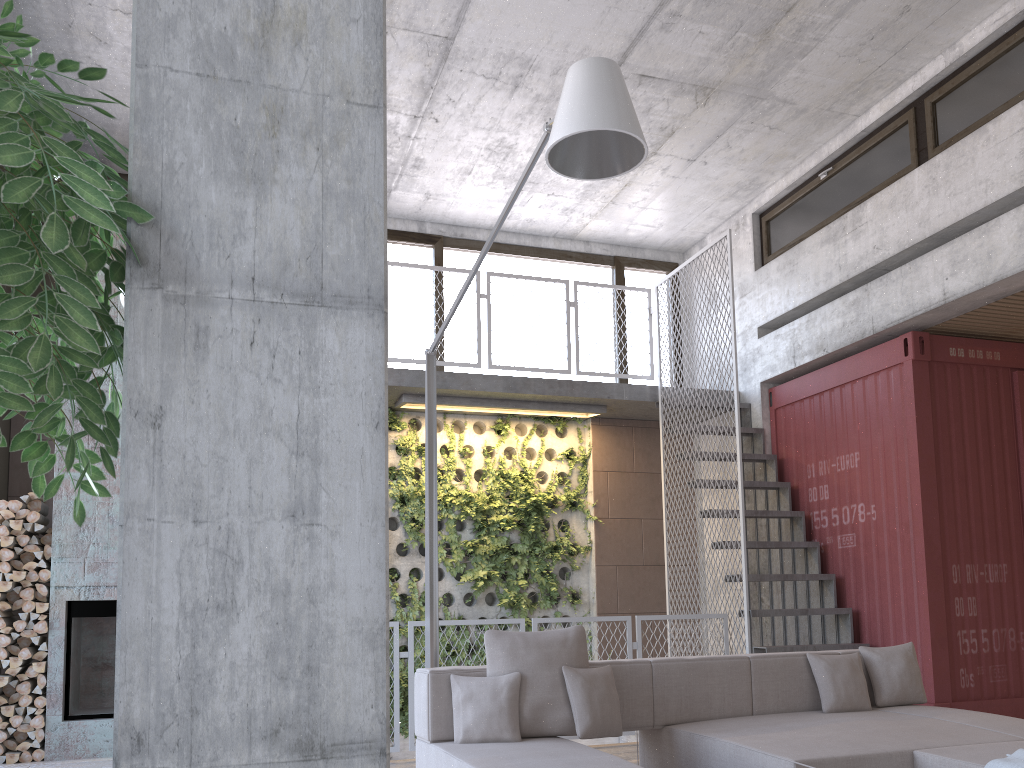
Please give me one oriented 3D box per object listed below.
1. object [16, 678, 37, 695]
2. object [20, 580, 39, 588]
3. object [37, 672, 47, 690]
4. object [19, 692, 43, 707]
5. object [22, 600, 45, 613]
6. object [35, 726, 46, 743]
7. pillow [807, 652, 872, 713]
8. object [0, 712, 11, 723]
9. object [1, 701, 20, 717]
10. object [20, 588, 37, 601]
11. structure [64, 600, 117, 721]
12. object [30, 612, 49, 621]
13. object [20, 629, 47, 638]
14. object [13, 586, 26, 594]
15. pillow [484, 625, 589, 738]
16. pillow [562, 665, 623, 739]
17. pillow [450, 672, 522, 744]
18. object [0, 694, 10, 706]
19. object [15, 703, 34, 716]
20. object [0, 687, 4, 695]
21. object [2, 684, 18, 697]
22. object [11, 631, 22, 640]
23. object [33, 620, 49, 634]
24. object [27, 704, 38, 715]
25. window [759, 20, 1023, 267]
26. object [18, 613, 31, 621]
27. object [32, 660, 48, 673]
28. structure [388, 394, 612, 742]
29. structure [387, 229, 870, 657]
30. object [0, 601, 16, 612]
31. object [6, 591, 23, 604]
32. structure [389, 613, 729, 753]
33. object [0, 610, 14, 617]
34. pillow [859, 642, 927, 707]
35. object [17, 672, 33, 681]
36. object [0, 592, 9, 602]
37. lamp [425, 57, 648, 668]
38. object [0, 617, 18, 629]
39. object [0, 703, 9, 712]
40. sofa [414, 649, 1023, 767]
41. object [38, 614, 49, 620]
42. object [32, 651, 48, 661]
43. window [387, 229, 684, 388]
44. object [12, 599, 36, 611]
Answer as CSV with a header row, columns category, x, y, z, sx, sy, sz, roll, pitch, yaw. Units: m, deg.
category,x,y,z,sx,sy,sz,roll,pitch,yaw
object,-3.768,2.348,6.813,0.098,0.104,0.301,2,-14,-19
object,-3.798,1.582,6.920,0.089,0.055,0.340,3,-14,-17
object,-3.654,2.324,6.888,0.064,0.122,0.372,1,-13,-17
object,-3.768,2.465,6.880,0.092,0.091,0.447,2,-14,-17
object,-3.782,1.766,6.953,0.092,0.091,0.447,2,-14,-17
object,-3.646,2.717,6.847,0.064,0.122,0.372,1,-13,-17
pillow,1.894,1.721,5.037,0.371,0.352,0.190,2,-9,-19
object,-3.956,2.576,6.816,0.091,0.087,0.466,2,-14,-17
object,-3.871,2.524,6.830,0.093,0.082,0.491,2,-14,-17
object,-3.782,1.649,6.885,0.098,0.104,0.301,2,-14,-19
structure,-3.219,2.181,6.962,0.577,0.909,0.057,2,-7,-19
object,-3.737,1.843,6.953,0.067,0.065,0.433,2,-14,-17
object,-3.768,1.960,6.912,0.122,0.066,0.372,3,-14,-17
object,-3.863,1.624,6.922,0.064,0.072,0.368,2,-14,-16
pillow,0.137,1.509,4.450,0.564,0.546,0.225,2,-8,-16
pillow,0.417,1.600,4.422,0.171,0.364,0.380,-8,-12,44
pillow,-0.130,1.609,4.314,0.370,0.369,0.153,-4,-8,14
object,-3.943,2.454,6.839,0.115,0.077,0.445,2,-14,-17
object,-3.800,2.539,6.854,0.067,0.066,0.433,2,-14,-17
object,-3.978,2.371,6.793,0.091,0.087,0.466,2,-14,-16
object,-3.917,2.399,6.902,0.104,0.100,0.299,2,-14,-17
object,-3.866,1.968,6.883,0.064,0.072,0.368,2,-14,-20
object,-3.662,1.898,6.857,0.101,0.100,0.299,2,-14,-19
object,-3.723,2.542,6.880,0.067,0.065,0.433,2,-14,-17
window,3.824,-2.445,4.859,0.113,0.593,8.639,1,-14,-18
object,-3.814,1.840,6.927,0.067,0.066,0.433,2,-14,-17
object,-3.686,2.223,6.926,0.093,0.082,0.491,2,-14,-17
structure,-0.164,1.809,8.804,2.631,3.745,1.022,2,-7,-18
structure,0.736,1.014,7.992,3.689,4.228,3.098,2,-9,-18
object,-3.957,1.755,6.912,0.115,0.077,0.445,2,-14,-17
object,-3.931,1.700,6.974,0.104,0.100,0.299,2,-14,-17
structure,-0.599,2.470,7.468,4.434,0.915,1.972,4,-14,-18
object,-3.943,1.782,6.795,0.071,0.071,0.433,2,-14,-17
pillow,2.260,1.714,5.184,0.362,0.359,0.191,1,-8,-13
object,-3.784,2.281,6.848,0.089,0.055,0.340,3,-14,-17
object,-3.992,1.672,6.866,0.091,0.087,0.466,2,-14,-16
lamp,-0.034,0.573,4.676,0.758,3.355,2.675,3,-10,-30
object,-3.970,1.877,6.889,0.091,0.087,0.466,2,-14,-17
object,-3.929,2.481,6.722,0.071,0.071,0.433,2,-14,-17
sofa,1.366,1.614,3.711,3.002,0.768,3.083,3,-14,-18
object,-3.655,1.825,6.866,0.063,0.047,0.256,3,-14,-19
object,-3.702,2.150,6.954,0.115,0.077,0.445,3,-14,-19
window,0.226,-0.629,9.498,3.572,1.716,0.112,3,-7,-18
object,-3.864,1.752,6.955,0.101,0.084,0.371,2,-14,-17
